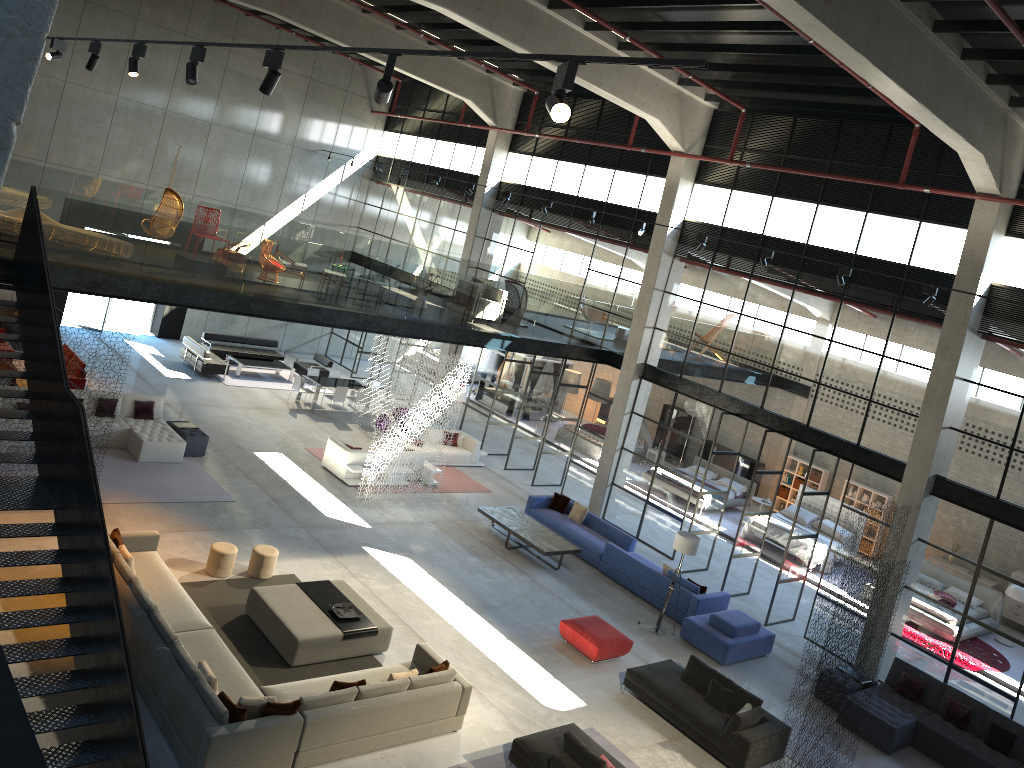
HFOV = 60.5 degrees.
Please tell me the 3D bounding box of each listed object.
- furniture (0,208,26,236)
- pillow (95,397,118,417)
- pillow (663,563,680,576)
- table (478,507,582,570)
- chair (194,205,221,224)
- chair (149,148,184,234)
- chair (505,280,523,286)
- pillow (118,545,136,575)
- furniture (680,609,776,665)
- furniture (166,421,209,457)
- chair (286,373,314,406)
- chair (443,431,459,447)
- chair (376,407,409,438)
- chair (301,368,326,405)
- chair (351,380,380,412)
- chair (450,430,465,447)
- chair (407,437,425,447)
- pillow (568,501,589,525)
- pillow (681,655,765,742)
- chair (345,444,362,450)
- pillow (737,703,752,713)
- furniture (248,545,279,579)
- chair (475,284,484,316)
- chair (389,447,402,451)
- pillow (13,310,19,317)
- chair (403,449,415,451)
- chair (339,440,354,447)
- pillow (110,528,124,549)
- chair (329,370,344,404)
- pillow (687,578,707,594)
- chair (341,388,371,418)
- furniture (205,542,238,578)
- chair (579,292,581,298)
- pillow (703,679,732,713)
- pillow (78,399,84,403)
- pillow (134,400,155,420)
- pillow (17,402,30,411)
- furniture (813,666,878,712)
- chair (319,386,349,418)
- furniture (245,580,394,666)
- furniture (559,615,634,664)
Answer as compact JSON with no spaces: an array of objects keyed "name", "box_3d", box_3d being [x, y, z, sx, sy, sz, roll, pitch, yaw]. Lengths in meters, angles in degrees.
[{"name":"furniture","box_3d":[-7.940,-2.725,15.424,2.461,0.470,0.936,11,9,-20]},{"name":"pillow","box_3d":[-8.054,0.470,17.440,0.401,0.374,0.197,9,7,-43]},{"name":"pillow","box_3d":[2.996,3.635,16.520,0.204,0.379,0.411,12,7,-42]},{"name":"table","box_3d":[0.286,3.081,17.610,1.013,0.396,2.117,7,12,-42]},{"name":"chair","box_3d":[-5.819,-2.868,16.863,0.636,0.975,0.677,11,6,-43]},{"name":"chair","box_3d":[-6.392,-3.554,16.302,0.647,1.767,0.593,16,3,22]},{"name":"chair","box_3d":[0.031,-2.057,22.032,0.695,0.981,0.826,16,5,17]},{"name":"pillow","box_3d":[-5.080,2.377,11.572,0.204,0.379,0.411,11,7,-44]},{"name":"furniture","box_3d":[3.812,4.309,15.365,1.517,0.551,0.974,7,11,-42]},{"name":"furniture","box_3d":[-6.711,1.114,18.030,0.983,0.452,0.503,23,10,42]},{"name":"chair","box_3d":[-5.624,0.192,23.555,0.537,0.865,0.430,11,5,-43]},{"name":"chair","box_3d":[-1.561,1.399,22.295,0.408,0.333,0.260,14,5,-9]},{"name":"chair","box_3d":[-3.124,0.974,23.253,0.786,0.744,0.672,9,8,-43]},{"name":"chair","box_3d":[-5.500,0.067,24.429,0.414,0.865,0.558,12,5,-43]},{"name":"chair","box_3d":[-4.137,0.342,24.915,0.537,0.865,0.430,11,5,-43]},{"name":"chair","box_3d":[-1.427,1.406,22.447,0.378,0.335,0.257,14,5,-9]},{"name":"chair","box_3d":[-2.343,1.411,21.498,0.416,0.107,0.411,15,9,3]},{"name":"pillow","box_3d":[1.428,2.786,18.908,0.204,0.379,0.411,12,7,-42]},{"name":"pillow","box_3d":[3.008,4.398,12.223,0.736,0.415,1.616,13,10,-14]},{"name":"chair","box_3d":[-3.447,1.484,19.082,0.403,0.333,0.284,15,5,3]},{"name":"pillow","box_3d":[3.102,4.497,11.883,0.211,0.313,0.339,17,7,25]},{"name":"furniture","box_3d":[-3.826,2.731,13.484,0.409,0.398,0.396,19,7,37]},{"name":"chair","box_3d":[-0.762,-1.884,20.349,0.969,0.827,0.824,9,8,-42]},{"name":"chair","box_3d":[-2.694,1.557,19.750,0.275,0.316,0.389,19,8,34]},{"name":"pillow","box_3d":[-13.320,-1.972,23.944,0.414,0.314,0.341,17,7,19]},{"name":"chair","box_3d":[-2.452,1.590,19.924,0.390,0.320,0.275,9,8,-41]},{"name":"chair","box_3d":[-3.606,1.412,19.300,0.396,0.270,0.317,18,7,22]},{"name":"pillow","box_3d":[-5.399,2.218,12.008,0.256,0.369,0.408,13,6,-22]},{"name":"chair","box_3d":[-4.991,0.119,24.895,0.414,0.865,0.558,12,5,-43]},{"name":"pillow","box_3d":[3.373,3.808,16.140,0.405,0.369,0.257,18,5,26]},{"name":"chair","box_3d":[-4.262,0.467,24.040,0.414,0.865,0.558,12,5,-43]},{"name":"furniture","box_3d":[-4.368,2.639,13.195,0.395,0.398,0.410,12,7,-28]},{"name":"chair","box_3d":[2.322,-2.002,24.989,0.967,1.022,0.806,14,5,-14]},{"name":"pillow","box_3d":[2.888,4.369,12.304,0.184,0.305,0.351,11,7,-45]},{"name":"pillow","box_3d":[-8.525,0.455,17.012,0.378,0.333,0.224,10,7,-40]},{"name":"pillow","box_3d":[-7.509,0.539,17.930,0.408,0.342,0.241,9,8,-43]},{"name":"pillow","box_3d":[-9.046,0.494,16.417,0.379,0.230,0.334,8,10,-42]},{"name":"furniture","box_3d":[5.503,5.012,14.457,0.946,0.452,0.522,8,9,-37]},{"name":"chair","box_3d":[-4.771,0.415,23.575,0.414,0.865,0.558,12,5,-43]},{"name":"furniture","box_3d":[-2.676,3.275,12.167,1.517,0.396,1.486,6,13,-42]},{"name":"furniture","box_3d":[1.320,4.034,13.909,0.843,0.374,0.877,7,12,-42]}]
